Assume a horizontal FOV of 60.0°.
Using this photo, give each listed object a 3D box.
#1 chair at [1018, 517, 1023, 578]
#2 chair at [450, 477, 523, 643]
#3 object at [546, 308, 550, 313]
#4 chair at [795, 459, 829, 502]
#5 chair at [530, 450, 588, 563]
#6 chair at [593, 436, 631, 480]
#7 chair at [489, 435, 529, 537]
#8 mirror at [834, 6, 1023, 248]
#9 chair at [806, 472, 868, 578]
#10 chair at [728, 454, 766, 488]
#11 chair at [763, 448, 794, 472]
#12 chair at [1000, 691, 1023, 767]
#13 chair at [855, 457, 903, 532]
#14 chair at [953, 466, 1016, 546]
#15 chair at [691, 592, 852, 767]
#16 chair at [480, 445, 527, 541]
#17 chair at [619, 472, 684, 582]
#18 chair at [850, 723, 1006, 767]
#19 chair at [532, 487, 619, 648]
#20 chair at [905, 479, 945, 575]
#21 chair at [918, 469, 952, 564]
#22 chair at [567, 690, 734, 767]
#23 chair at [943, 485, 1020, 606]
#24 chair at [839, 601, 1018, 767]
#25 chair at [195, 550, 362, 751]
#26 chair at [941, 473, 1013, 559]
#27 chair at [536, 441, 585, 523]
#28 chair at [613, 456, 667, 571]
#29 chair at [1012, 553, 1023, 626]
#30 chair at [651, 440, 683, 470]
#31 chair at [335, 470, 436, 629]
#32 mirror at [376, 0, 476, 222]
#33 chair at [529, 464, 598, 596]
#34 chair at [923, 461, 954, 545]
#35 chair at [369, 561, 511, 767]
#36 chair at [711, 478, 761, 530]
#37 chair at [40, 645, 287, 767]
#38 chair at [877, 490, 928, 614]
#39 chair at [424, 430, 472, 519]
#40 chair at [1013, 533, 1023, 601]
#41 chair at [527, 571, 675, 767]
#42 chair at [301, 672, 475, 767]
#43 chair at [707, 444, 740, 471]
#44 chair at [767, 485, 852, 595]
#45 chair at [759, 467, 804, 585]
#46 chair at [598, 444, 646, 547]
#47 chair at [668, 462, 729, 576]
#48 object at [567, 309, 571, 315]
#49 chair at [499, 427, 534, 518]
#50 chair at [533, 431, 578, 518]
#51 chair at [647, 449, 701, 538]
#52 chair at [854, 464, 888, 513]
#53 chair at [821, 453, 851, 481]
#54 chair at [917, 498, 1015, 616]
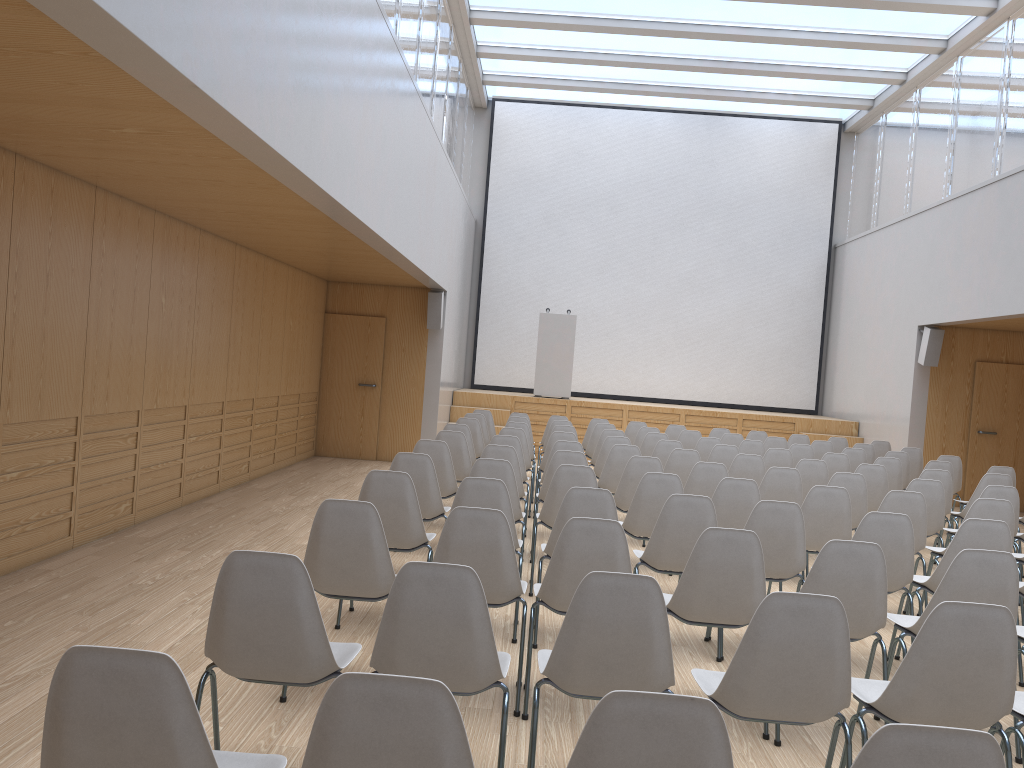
[{"bbox_3d":[4.635,1.237,7.783,0.479,0.876,0.505,4,1,2],"label":"chair"},{"bbox_3d":[-0.173,0.929,4.954,0.479,0.876,0.505,4,1,2],"label":"chair"},{"bbox_3d":[0.601,-1.111,14.660,0.166,0.305,0.252,4,1,-26],"label":"object"},{"bbox_3d":[2.553,1.078,7.849,0.479,0.876,0.505,4,1,2],"label":"chair"},{"bbox_3d":[0.412,0.934,6.917,0.479,0.876,0.505,4,1,2],"label":"chair"},{"bbox_3d":[1.005,0.941,8.858,0.479,0.876,0.505,4,1,2],"label":"chair"},{"bbox_3d":[-0.076,0.877,7.933,0.479,0.876,0.505,4,1,2],"label":"chair"},{"bbox_3d":[5.763,-3.352,7.172,0.253,2.090,17.826,4,1,2],"label":"mirror"},{"bbox_3d":[2.484,1.092,6.851,0.479,0.876,0.505,4,1,2],"label":"chair"},{"bbox_3d":[2.020,1.037,7.885,0.479,0.876,0.505,4,1,2],"label":"chair"},{"bbox_3d":[2.576,1.059,8.877,0.479,0.876,0.505,4,1,2],"label":"chair"},{"bbox_3d":[1.863,1.123,2.898,0.479,0.876,0.505,4,1,2],"label":"chair"},{"bbox_3d":[3.605,1.139,8.796,0.479,0.876,0.505,4,1,2],"label":"chair"},{"bbox_3d":[4.669,1.220,8.742,0.479,0.876,0.505,4,1,2],"label":"chair"},{"bbox_3d":[0.834,1.046,2.862,0.479,0.876,0.505,4,1,2],"label":"chair"},{"bbox_3d":[-0.112,0.894,6.952,0.479,0.876,0.505,4,1,2],"label":"chair"},{"bbox_3d":[0.925,0.994,5.860,0.479,0.876,0.505,4,1,2],"label":"chair"},{"bbox_3d":[0.757,1.060,1.885,0.479,0.876,0.505,4,1,2],"label":"chair"},{"bbox_3d":[0.384,0.972,4.877,0.479,0.876,0.505,4,1,2],"label":"chair"},{"bbox_3d":[3.036,1.135,6.793,0.479,0.876,0.505,4,1,2],"label":"chair"},{"bbox_3d":[3.579,1.157,7.776,0.479,0.876,0.505,4,1,2],"label":"chair"},{"bbox_3d":[0.260,1.021,1.949,0.479,0.876,0.505,4,1,2],"label":"chair"},{"bbox_3d":[3.554,1.176,6.735,0.479,0.876,0.505,4,1,2],"label":"chair"},{"bbox_3d":[1.356,1.085,2.904,0.479,0.876,0.505,4,1,2],"label":"chair"},{"bbox_3d":[-0.752,0.926,2.871,0.479,0.876,0.505,4,1,2],"label":"chair"},{"bbox_3d":[4.119,1.197,7.818,0.479,0.876,0.505,4,1,2],"label":"chair"},{"bbox_3d":[0.460,0.920,7.834,0.479,0.876,0.505,4,1,2],"label":"chair"},{"bbox_3d":[0.980,0.977,6.927,0.479,0.876,0.505,4,1,2],"label":"chair"},{"bbox_3d":[3.518,1.191,5.818,0.479,0.876,0.505,4,1,2],"label":"chair"},{"bbox_3d":[1.510,0.979,8.863,0.479,0.876,0.505,4,1,2],"label":"chair"},{"bbox_3d":[-0.673,0.891,4.951,0.479,0.876,0.505,4,1,2],"label":"chair"},{"bbox_3d":[-1.006,-3.869,7.388,0.253,2.090,17.826,4,1,2],"label":"mirror"},{"bbox_3d":[0.386,0.951,5.936,0.479,0.876,0.505,4,1,2],"label":"chair"},{"bbox_3d":[4.115,1.177,8.828,0.479,0.876,0.505,4,1,2],"label":"chair"},{"bbox_3d":[-0.240,0.964,2.896,0.479,0.876,0.505,4,1,2],"label":"chair"},{"bbox_3d":[1.418,1.031,5.885,0.479,0.876,0.505,4,1,2],"label":"chair"},{"bbox_3d":[-0.781,0.941,1.972,0.479,0.876,0.505,4,1,2],"label":"chair"},{"bbox_3d":[2.474,1.111,5.879,0.479,0.876,0.505,4,1,2],"label":"chair"},{"bbox_3d":[-0.551,0.840,7.976,0.479,0.876,0.505,4,1,2],"label":"chair"},{"bbox_3d":[4.072,1.213,6.801,0.479,0.876,0.505,4,1,2],"label":"chair"},{"bbox_3d":[0.309,1.005,2.947,0.479,0.876,0.505,4,1,2],"label":"chair"},{"bbox_3d":[-0.251,0.982,1.937,0.479,0.876,0.505,4,1,2],"label":"chair"},{"bbox_3d":[2.046,1.020,8.825,0.479,0.876,0.505,4,1,2],"label":"chair"},{"bbox_3d":[1.973,1.074,5.827,0.479,0.876,0.505,4,1,2],"label":"chair"},{"bbox_3d":[2.009,1.056,6.885,0.479,0.876,0.505,4,1,2],"label":"chair"},{"bbox_3d":[0.960,0.956,7.900,0.479,0.876,0.505,4,1,2],"label":"chair"},{"bbox_3d":[1.452,1.014,6.844,0.479,0.876,0.505,4,1,2],"label":"chair"},{"bbox_3d":[0.948,-1.084,14.649,0.166,0.305,0.252,4,1,-26],"label":"object"},{"bbox_3d":[-0.015,0.862,8.950,0.479,0.876,0.505,4,1,2],"label":"chair"},{"bbox_3d":[0.483,0.900,8.916,0.479,0.876,0.505,4,1,2],"label":"chair"},{"bbox_3d":[1.475,0.995,7.912,0.479,0.876,0.505,4,1,2],"label":"chair"},{"bbox_3d":[3.047,1.116,7.814,0.479,0.876,0.505,4,1,2],"label":"chair"},{"bbox_3d":[3.113,1.101,8.832,0.479,0.876,0.505,4,1,2],"label":"chair"},{"bbox_3d":[2.995,1.151,5.815,0.479,0.876,0.505,4,1,2],"label":"chair"}]
